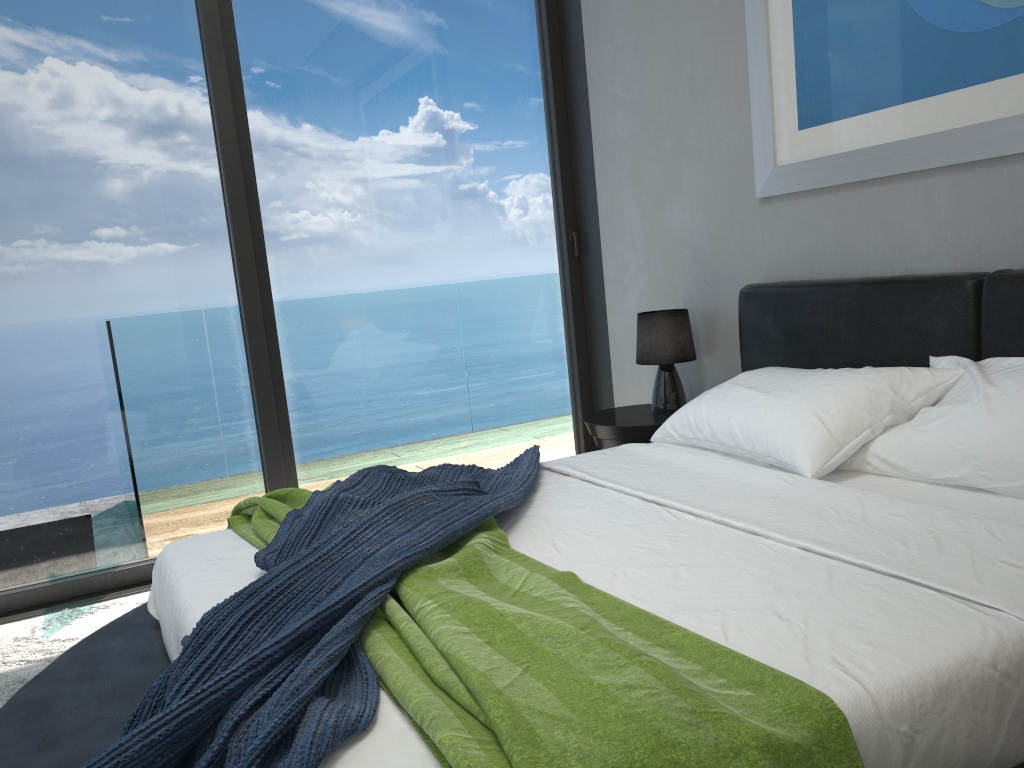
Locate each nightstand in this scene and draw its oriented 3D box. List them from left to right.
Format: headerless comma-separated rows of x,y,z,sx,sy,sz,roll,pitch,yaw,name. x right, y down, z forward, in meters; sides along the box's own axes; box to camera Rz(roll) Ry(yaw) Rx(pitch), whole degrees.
0.554,0.337,3.584,0.496,0.441,0.495,-8,8,-14,nightstand

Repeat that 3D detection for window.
1.162,-1.015,2.773,9.708,3.194,3.590,-9,8,-26,window

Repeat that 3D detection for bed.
0.220,0.333,1.900,2.613,0.937,2.750,-9,8,-26,bed

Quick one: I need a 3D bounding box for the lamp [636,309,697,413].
0.615,-0.091,3.538,0.241,0.401,0.219,-1,10,33,lamp

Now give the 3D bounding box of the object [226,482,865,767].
-0.197,0.475,1.712,0.645,0.343,2.298,-9,8,-26,object

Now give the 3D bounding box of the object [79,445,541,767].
-0.349,0.535,1.821,0.685,0.569,2.146,-4,7,16,object

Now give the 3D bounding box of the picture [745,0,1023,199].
1.205,-1.288,2.236,0.025,1.405,1.797,-10,9,-26,picture
